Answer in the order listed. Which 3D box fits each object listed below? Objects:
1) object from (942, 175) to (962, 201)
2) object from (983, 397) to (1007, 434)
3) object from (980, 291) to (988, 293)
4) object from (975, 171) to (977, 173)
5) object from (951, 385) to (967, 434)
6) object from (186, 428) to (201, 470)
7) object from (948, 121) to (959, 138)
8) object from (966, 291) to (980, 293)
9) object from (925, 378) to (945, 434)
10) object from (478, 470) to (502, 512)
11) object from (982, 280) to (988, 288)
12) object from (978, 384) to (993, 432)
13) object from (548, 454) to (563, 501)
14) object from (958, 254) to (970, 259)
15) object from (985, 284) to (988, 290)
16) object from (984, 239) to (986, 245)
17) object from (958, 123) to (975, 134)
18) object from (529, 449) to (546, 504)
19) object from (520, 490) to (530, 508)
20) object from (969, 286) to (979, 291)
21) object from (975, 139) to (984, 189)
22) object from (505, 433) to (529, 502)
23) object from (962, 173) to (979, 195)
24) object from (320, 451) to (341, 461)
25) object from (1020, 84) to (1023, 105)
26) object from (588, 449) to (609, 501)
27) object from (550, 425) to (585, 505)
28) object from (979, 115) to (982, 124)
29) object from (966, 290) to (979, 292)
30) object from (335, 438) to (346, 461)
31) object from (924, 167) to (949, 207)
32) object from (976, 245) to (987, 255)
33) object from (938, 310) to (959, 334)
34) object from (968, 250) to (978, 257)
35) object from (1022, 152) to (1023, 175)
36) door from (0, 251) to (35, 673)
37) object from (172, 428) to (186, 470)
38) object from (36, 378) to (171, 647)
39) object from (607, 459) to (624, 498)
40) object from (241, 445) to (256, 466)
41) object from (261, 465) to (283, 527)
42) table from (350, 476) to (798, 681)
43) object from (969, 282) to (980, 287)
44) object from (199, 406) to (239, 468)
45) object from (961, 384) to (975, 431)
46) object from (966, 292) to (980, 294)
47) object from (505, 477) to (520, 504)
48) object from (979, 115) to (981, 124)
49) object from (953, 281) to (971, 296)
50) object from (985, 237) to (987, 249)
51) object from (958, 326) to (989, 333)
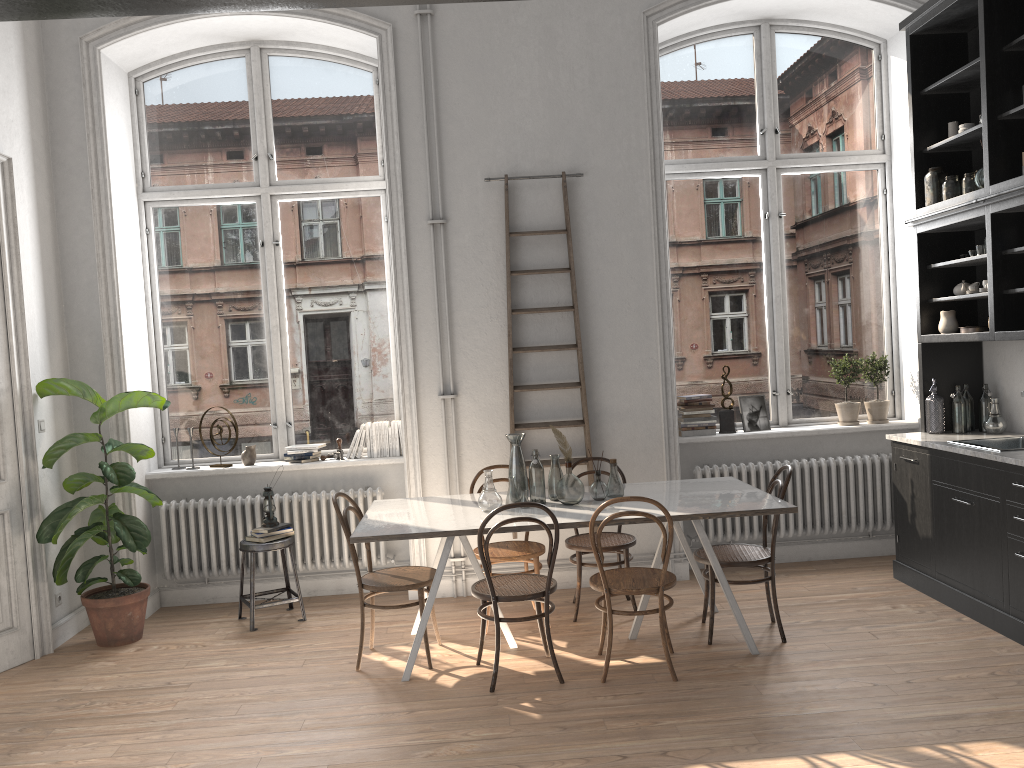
[{"bbox_3d":[2.691,-1.188,5.415,0.114,0.155,0.114,-3,2,1],"label":"object"},{"bbox_3d":[2.961,0.194,5.438,0.132,0.219,0.120,-3,2,-2],"label":"object"},{"bbox_3d":[2.813,-0.543,5.247,0.085,0.015,0.085,-4,2,-16],"label":"object"},{"bbox_3d":[2.862,-1.207,5.411,0.092,0.184,0.092,-5,3,-37],"label":"object"},{"bbox_3d":[2.813,0.159,5.583,0.086,0.301,0.086,-4,3,-17],"label":"object"},{"bbox_3d":[-2.231,0.449,6.181,0.095,0.289,0.095,-2,3,20],"label":"object"},{"bbox_3d":[2.762,-1.564,5.548,0.059,0.135,0.082,-2,3,25],"label":"object"},{"bbox_3d":[2.815,-0.555,5.400,0.085,0.015,0.085,-3,2,11],"label":"object"},{"bbox_3d":[2.690,0.137,5.641,0.109,0.349,0.109,-4,3,-22],"label":"object"},{"bbox_3d":[-0.121,0.573,4.765,0.132,0.219,0.132,-4,2,-13],"label":"object"},{"bbox_3d":[2.811,-0.588,5.251,0.039,0.055,0.049,-3,2,18],"label":"object"},{"bbox_3d":[2.973,0.150,5.564,0.086,0.301,0.086,-1,3,43],"label":"object"},{"bbox_3d":[0.248,0.526,4.982,0.098,0.255,0.100,-5,3,-26],"label":"object"},{"bbox_3d":[2.861,-0.793,5.606,0.071,0.047,0.071,-2,3,35],"label":"object"},{"bbox_3d":[2.795,-0.560,5.186,0.049,0.054,0.039,-2,3,23],"label":"object"},{"bbox_3d":[2.855,-0.812,5.299,0.060,0.107,0.060,-5,3,-35],"label":"object"},{"bbox_3d":[2.793,-1.543,5.443,0.096,0.095,0.096,-2,3,31],"label":"object"},{"bbox_3d":[0.137,0.512,4.904,0.086,0.301,0.086,-4,3,-17],"label":"object"},{"bbox_3d":[0.069,0.623,4.809,0.058,0.094,0.058,-2,3,25],"label":"object"},{"bbox_3d":[2.813,-0.576,5.401,0.058,0.033,0.055,-5,2,-28],"label":"object"},{"bbox_3d":[2.677,-1.273,4.994,0.134,0.358,0.134,-1,3,42],"label":"object"},{"bbox_3d":[0.031,0.473,5.009,0.116,0.383,0.116,-3,3,9],"label":"object"},{"bbox_3d":[2.750,-1.185,5.316,0.096,0.150,0.096,-4,2,-14],"label":"object"},{"bbox_3d":[-1.292,0.510,6.267,0.088,0.048,0.153,-2,3,37],"label":"object"},{"bbox_3d":[2.795,-1.570,4.783,0.084,0.199,0.065,-3,3,19],"label":"object"},{"bbox_3d":[0.477,0.501,4.910,0.107,0.284,0.106,-4,2,-8],"label":"object"},{"bbox_3d":[0.308,0.432,4.820,0.157,0.446,0.157,-3,3,15],"label":"object"},{"bbox_3d":[2.769,-1.592,5.116,0.132,0.219,0.132,-5,3,-28],"label":"object"},{"bbox_3d":[2.814,-0.562,5.402,0.085,0.017,0.085,-4,2,-7],"label":"object"},{"bbox_3d":[-1.206,0.455,6.213,0.048,0.153,0.088,-5,3,-33],"label":"object"},{"bbox_3d":[2.662,-1.233,5.555,0.118,0.238,0.118,-4,3,-17],"label":"object"},{"bbox_3d":[2.779,-0.786,5.245,0.064,0.069,0.064,-1,3,45],"label":"object"},{"bbox_3d":[2.749,-0.389,5.578,0.127,0.144,0.115,-4,3,-24],"label":"object"},{"bbox_3d":[2.782,-0.778,5.328,0.071,0.047,0.071,-2,3,35],"label":"object"},{"bbox_3d":[2.756,-1.172,4.764,0.123,0.161,0.123,-3,2,6],"label":"object"},{"bbox_3d":[-3.057,0.230,4.646,0.216,2.815,1.096,-2,3,22],"label":"door"},{"bbox_3d":[-2.351,0.454,6.233,0.095,0.289,0.095,-2,3,29],"label":"object"},{"bbox_3d":[0.074,0.511,5.286,5.827,1.843,0.791,-3,2,2],"label":"object"},{"bbox_3d":[0.575,0.527,4.992,0.101,0.212,0.101,-2,3,37],"label":"object"},{"bbox_3d":[-1.846,0.498,6.218,0.100,0.142,0.102,-5,3,-28],"label":"object"},{"bbox_3d":[-1.550,0.724,5.739,0.163,0.383,0.154,-5,3,-29],"label":"object"},{"bbox_3d":[0.310,1.044,4.891,2.200,0.780,1.100,-3,2,-3],"label":"table"},{"bbox_3d":[2.812,-0.596,5.400,0.055,0.047,0.058,-3,2,12],"label":"object"},{"bbox_3d":[-2.047,0.369,6.207,0.347,0.425,0.087,-2,3,30],"label":"object"},{"bbox_3d":[2.905,0.150,5.666,0.086,0.301,0.086,-3,3,12],"label":"object"},{"bbox_3d":[2.815,-0.549,5.401,0.085,0.015,0.085,-3,2,11],"label":"object"},{"bbox_3d":[0.002,0.592,4.899,0.083,0.158,0.083,-4,2,-7],"label":"object"},{"bbox_3d":[2.867,-1.564,5.371,0.059,0.135,0.082,-2,3,20],"label":"object"},{"bbox_3d":[2.833,-0.598,5.558,0.140,0.100,0.125,-4,2,-21],"label":"object"},{"bbox_3d":[2.794,-0.804,5.172,0.060,0.107,0.060,-2,3,25],"label":"object"},{"bbox_3d":[2.830,-0.334,5.426,0.180,0.037,0.180,-4,2,-18],"label":"object"}]
